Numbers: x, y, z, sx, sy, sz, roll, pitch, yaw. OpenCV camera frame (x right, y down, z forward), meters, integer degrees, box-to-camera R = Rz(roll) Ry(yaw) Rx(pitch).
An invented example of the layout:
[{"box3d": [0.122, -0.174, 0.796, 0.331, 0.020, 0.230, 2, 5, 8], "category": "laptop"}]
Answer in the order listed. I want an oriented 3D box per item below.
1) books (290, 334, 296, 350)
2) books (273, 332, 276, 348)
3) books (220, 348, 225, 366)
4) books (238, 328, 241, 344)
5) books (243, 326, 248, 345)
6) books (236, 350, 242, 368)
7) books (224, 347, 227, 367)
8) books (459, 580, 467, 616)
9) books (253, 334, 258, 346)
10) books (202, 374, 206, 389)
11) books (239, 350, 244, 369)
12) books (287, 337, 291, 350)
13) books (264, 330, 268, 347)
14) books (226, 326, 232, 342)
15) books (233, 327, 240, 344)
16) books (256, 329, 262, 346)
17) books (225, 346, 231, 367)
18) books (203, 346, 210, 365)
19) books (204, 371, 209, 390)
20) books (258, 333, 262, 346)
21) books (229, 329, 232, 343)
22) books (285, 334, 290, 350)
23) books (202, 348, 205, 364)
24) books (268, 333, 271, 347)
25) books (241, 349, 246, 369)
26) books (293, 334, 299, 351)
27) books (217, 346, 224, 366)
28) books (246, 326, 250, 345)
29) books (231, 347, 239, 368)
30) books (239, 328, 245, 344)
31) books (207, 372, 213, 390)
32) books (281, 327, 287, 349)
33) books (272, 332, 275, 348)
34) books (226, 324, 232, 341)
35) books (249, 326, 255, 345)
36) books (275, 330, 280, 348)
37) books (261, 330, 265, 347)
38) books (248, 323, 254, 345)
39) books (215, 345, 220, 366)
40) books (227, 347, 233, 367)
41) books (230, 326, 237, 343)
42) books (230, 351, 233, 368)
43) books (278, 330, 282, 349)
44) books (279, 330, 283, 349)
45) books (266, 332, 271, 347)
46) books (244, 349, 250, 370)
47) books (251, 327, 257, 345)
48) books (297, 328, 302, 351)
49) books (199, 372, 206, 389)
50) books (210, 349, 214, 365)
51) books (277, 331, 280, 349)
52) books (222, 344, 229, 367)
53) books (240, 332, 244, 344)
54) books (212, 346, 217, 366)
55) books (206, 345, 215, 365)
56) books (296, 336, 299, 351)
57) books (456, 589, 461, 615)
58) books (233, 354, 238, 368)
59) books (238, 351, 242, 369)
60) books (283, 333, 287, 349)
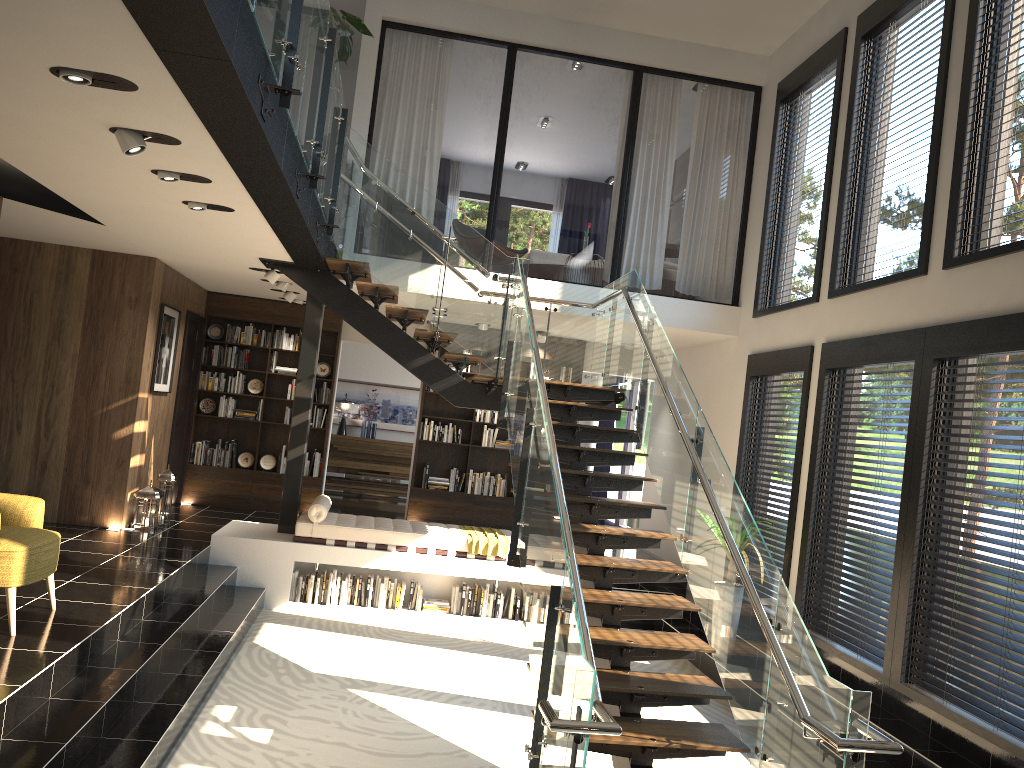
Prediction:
[{"box3d": [-2.836, -0.534, 11.465, 0.034, 0.211, 0.206, 7, -2, -8], "category": "books"}, {"box3d": [-3.043, -0.557, 11.415, 0.021, 0.204, 0.224, 7, -2, -8], "category": "books"}, {"box3d": [-3.685, -0.341, 11.296, 0.039, 0.243, 0.179, 7, -2, -8], "category": "books"}, {"box3d": [-3.486, -0.614, 11.374, 0.014, 0.212, 0.184, 7, -2, -8], "category": "books"}, {"box3d": [-3.395, -0.614, 11.357, 0.039, 0.230, 0.205, 7, -2, -8], "category": "books"}, {"box3d": [-3.495, -0.314, 11.363, 0.028, 0.240, 0.148, 7, -2, -8], "category": "books"}, {"box3d": [-3.644, -0.341, 11.329, 0.018, 0.256, 0.172, 7, -2, -8], "category": "books"}, {"box3d": [-0.499, 2.145, 8.894, 0.043, 0.316, 0.209, 7, -2, -8], "category": "books"}, {"box3d": [-3.290, -0.558, 11.415, 0.040, 0.149, 0.126, 7, -2, -8], "category": "books"}, {"box3d": [-3.913, -0.025, 11.301, 0.045, 0.192, 0.164, 7, -2, -8], "category": "books"}, {"box3d": [-3.454, -0.311, 11.361, 0.024, 0.242, 0.144, 7, -2, -8], "category": "books"}, {"box3d": [-2.872, -0.518, 11.465, 0.034, 0.171, 0.158, 7, -2, -8], "category": "books"}, {"box3d": [-3.158, -0.575, 11.402, 0.039, 0.212, 0.172, 7, -2, -8], "category": "books"}, {"box3d": [-3.602, -0.633, 11.319, 0.024, 0.216, 0.210, 7, -2, -8], "category": "books"}, {"box3d": [-3.520, -0.621, 11.363, 0.059, 0.216, 0.159, 7, -2, -8], "category": "books"}, {"box3d": [-3.251, -0.588, 11.411, 0.030, 0.217, 0.165, 7, -2, -8], "category": "books"}, {"box3d": [-3.623, -0.344, 11.313, 0.019, 0.264, 0.175, 7, -2, -8], "category": "books"}, {"box3d": [-3.890, -0.359, 11.294, 0.023, 0.231, 0.143, 7, -2, -8], "category": "books"}, {"box3d": [-3.873, -0.043, 11.277, 0.022, 0.235, 0.194, 7, -2, -8], "category": "books"}, {"box3d": [-3.219, -0.563, 11.381, 0.029, 0.172, 0.187, 7, -2, -8], "category": "books"}, {"box3d": [-3.589, -0.611, 11.367, 0.020, 0.180, 0.153, 7, -2, -8], "category": "books"}, {"box3d": [-2.900, -0.539, 11.465, 0.027, 0.207, 0.203, 7, -2, -8], "category": "books"}, {"box3d": [-3.916, -0.354, 11.309, 0.023, 0.215, 0.148, 7, -2, -8], "category": "books"}, {"box3d": [-3.108, -0.559, 11.428, 0.024, 0.194, 0.182, 7, -2, -8], "category": "books"}, {"box3d": [-3.429, -0.318, 11.370, 0.025, 0.263, 0.147, 7, -2, -8], "category": "books"}, {"box3d": [-2.800, -0.534, 11.486, 0.042, 0.223, 0.163, 7, -2, -7], "category": "books"}, {"box3d": [-3.719, -0.353, 11.312, 0.027, 0.260, 0.181, 7, -2, -8], "category": "books"}, {"box3d": [-3.361, -0.615, 11.350, 0.025, 0.239, 0.220, 7, -2, -8], "category": "books"}, {"box3d": [-3.543, -0.338, 11.333, 0.033, 0.273, 0.189, 7, -2, -8], "category": "books"}, {"box3d": [-3.469, -0.607, 11.393, 0.025, 0.203, 0.156, 7, -2, -8], "category": "books"}, {"box3d": [-3.860, -0.037, 11.326, 0.018, 0.232, 0.123, 7, -2, -8], "category": "books"}, {"box3d": [-2.925, -0.580, 11.393, 0.011, 0.276, 0.288, 7, -2, -8], "category": "books"}, {"box3d": [-3.070, -0.562, 11.458, 0.023, 0.213, 0.194, 7, -2, -8], "category": "books"}, {"box3d": [-3.626, -0.643, 11.353, 0.017, 0.233, 0.200, 7, -2, -8], "category": "books"}, {"box3d": [-3.330, -0.613, 11.378, 0.020, 0.245, 0.228, 7, -2, -8], "category": "books"}, {"box3d": [-3.016, -0.569, 11.431, 0.033, 0.237, 0.231, 7, -2, -8], "category": "books"}, {"box3d": [-3.192, -0.579, 11.405, 0.027, 0.212, 0.180, 7, -2, -8], "category": "books"}, {"box3d": [-3.340, -0.632, 11.352, 0.012, 0.278, 0.228, 7, -2, -8], "category": "books"}, {"box3d": [-3.741, -0.359, 11.304, 0.022, 0.267, 0.198, 7, -2, -8], "category": "books"}, {"box3d": [-3.602, -0.335, 11.343, 0.032, 0.255, 0.160, 7, -2, -8], "category": "books"}, {"box3d": [-3.561, -0.630, 11.351, 0.026, 0.222, 0.202, 7, -2, -8], "category": "books"}, {"box3d": [-3.576, -0.315, 11.343, 0.024, 0.220, 0.123, 7, -2, -8], "category": "books"}, {"box3d": [-2.977, -0.567, 11.411, 0.013, 0.239, 0.255, 7, -2, -8], "category": "books"}, {"box3d": [-2.956, -0.564, 11.435, 0.035, 0.241, 0.208, 7, -2, -7], "category": "books"}, {"box3d": [-3.126, -0.567, 11.392, 0.023, 0.202, 0.201, 7, -2, -8], "category": "books"}, {"box3d": [-3.399, -0.316, 11.375, 0.035, 0.266, 0.133, 7, -2, -8], "category": "books"}, {"box3d": [-3.312, -0.605, 11.391, 0.020, 0.234, 0.206, 7, -2, -8], "category": "books"}, {"box3d": [-2.733, -0.569, 11.450, 0.015, 0.303, 0.252, 7, -2, -8], "category": "books"}, {"box3d": [-3.949, -0.045, 11.302, 0.030, 0.224, 0.166, 7, -2, -8], "category": "books"}, {"box3d": [-3.803, -0.335, 11.300, 0.025, 0.204, 0.192, 7, -2, -8], "category": "books"}, {"box3d": [-2.991, -0.564, 11.414, 0.014, 0.231, 0.280, 7, -2, -8], "category": "books"}, {"box3d": [-3.659, -0.359, 11.330, 0.015, 0.287, 0.154, 7, -2, -8], "category": "books"}, {"box3d": [-3.438, -0.581, 11.369, 0.035, 0.156, 0.186, 7, -2, -8], "category": "books"}, {"box3d": [-3.770, -0.357, 11.303, 0.035, 0.255, 0.183, 7, -2, -8], "category": "books"}, {"box3d": [-3.848, -0.365, 11.320, 0.066, 0.254, 0.127, 7, -2, -8], "category": "books"}, {"box3d": [-2.767, -0.514, 11.488, 0.029, 0.190, 0.177, 7, -2, -8], "category": "books"}, {"box3d": [-0.542, 2.187, 8.916, 0.027, 0.226, 0.165, 7, -2, -8], "category": "books"}, {"box3d": [-3.519, -0.293, 11.323, 0.025, 0.188, 0.181, 7, -2, -8], "category": "books"}, {"box3d": [-3.473, -0.307, 11.354, 0.014, 0.230, 0.172, 7, -2, -8], "category": "books"}, {"box3d": [-2.920, -0.547, 11.445, 0.019, 0.216, 0.214, 7, -2, -8], "category": "books"}]
